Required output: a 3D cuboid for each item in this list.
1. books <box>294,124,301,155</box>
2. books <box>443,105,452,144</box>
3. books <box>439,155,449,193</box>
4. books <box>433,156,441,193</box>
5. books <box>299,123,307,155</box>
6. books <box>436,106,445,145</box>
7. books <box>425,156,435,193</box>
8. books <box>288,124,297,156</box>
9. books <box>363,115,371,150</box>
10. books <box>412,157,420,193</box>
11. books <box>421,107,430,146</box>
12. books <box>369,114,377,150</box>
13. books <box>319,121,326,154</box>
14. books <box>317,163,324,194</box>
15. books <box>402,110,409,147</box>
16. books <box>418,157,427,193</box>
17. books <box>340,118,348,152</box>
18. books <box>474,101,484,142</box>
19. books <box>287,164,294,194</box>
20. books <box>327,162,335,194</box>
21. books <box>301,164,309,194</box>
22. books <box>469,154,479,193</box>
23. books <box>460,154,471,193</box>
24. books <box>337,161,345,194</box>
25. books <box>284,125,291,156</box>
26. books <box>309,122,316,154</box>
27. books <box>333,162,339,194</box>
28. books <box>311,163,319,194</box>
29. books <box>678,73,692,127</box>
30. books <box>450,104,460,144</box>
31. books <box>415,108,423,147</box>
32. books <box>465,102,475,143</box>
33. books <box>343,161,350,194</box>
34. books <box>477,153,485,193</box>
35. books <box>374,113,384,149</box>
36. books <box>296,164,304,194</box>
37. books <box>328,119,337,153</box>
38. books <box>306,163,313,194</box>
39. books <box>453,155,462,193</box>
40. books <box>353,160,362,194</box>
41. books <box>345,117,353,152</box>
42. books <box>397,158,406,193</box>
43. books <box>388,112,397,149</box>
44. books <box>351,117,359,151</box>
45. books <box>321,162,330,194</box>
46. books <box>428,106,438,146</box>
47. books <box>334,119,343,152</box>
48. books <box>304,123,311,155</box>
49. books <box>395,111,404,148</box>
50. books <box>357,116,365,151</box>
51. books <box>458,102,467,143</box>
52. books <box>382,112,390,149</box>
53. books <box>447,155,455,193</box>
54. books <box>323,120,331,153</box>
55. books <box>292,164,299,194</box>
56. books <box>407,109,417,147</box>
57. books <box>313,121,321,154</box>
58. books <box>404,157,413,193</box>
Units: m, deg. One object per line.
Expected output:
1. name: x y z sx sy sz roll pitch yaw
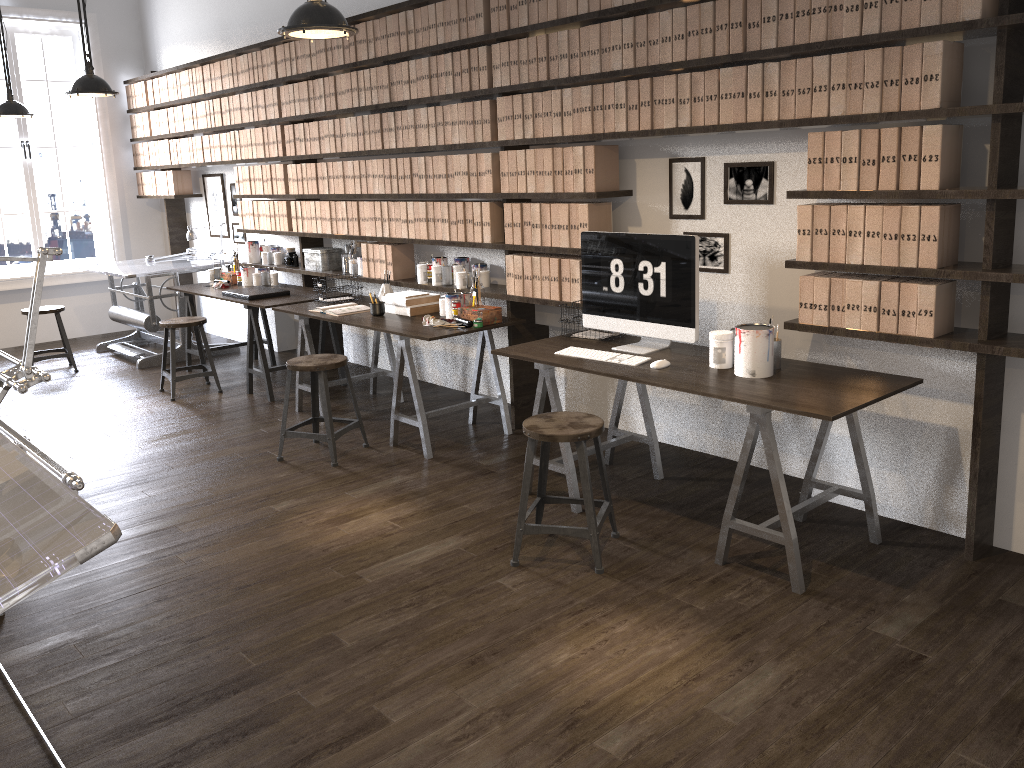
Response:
1. books: -1.457 -1.746 6.342 0.175 0.223 0.067 -13 15 -41
2. books: -0.299 -1.478 5.063 0.175 0.223 0.067 -13 15 -41
3. books: -0.331 -1.216 5.153 0.175 0.223 0.067 -13 15 -41
4. books: -0.372 -1.228 5.206 0.175 0.223 0.067 -13 15 -40
5. books: -1.414 -1.735 6.287 0.175 0.223 0.067 -13 15 -41
6. books: -0.347 -1.489 5.113 0.175 0.223 0.067 -13 15 -41
7. books: -0.419 -1.239 5.259 0.175 0.223 0.067 -13 15 -40
8. books: -1.512 -1.757 6.394 0.175 0.223 0.067 -13 15 -40
9. books: -0.859 -1.607 5.678 0.175 0.223 0.067 -13 15 -41
10. books: -0.514 -1.261 5.363 0.175 0.223 0.067 -13 15 -41
11. books: -0.444 -1.510 5.217 0.175 0.223 0.067 -13 15 -41
12. books: -0.814 -1.597 5.631 0.175 0.223 0.067 -13 15 -40
13. books: -1.227 -1.693 6.085 0.175 0.223 0.067 -13 15 -40
14. books: -1.264 -1.435 6.192 0.175 0.223 0.067 -13 15 -40
15. books: -0.573 -1.541 5.364 0.175 0.223 0.067 -13 15 -41
16. books: -0.470 -1.249 5.308 0.175 0.223 0.067 -13 15 -41
17. books: -1.042 -1.650 5.884 0.175 0.223 0.067 -13 15 -40
18. books: -0.120 -1.436 4.861 0.175 0.223 0.067 -13 15 -40
19. books: -1.548 -1.499 6.501 0.175 0.223 0.067 -13 15 -41
20. books: -1.169 -1.413 6.087 0.175 0.223 0.067 -13 15 -41
21. books: -1.408 -1.467 6.348 0.175 0.223 0.067 -13 15 -41
22. books: -0.150 -1.176 4.960 0.175 0.223 0.067 -13 15 -40
23. books: -0.200 -1.186 5.009 0.175 0.223 0.067 -13 15 -41
24. books: -1.082 -1.390 5.982 0.175 0.223 0.067 -13 15 -40
25. books: -1.557 -1.769 6.452 0.175 0.223 0.067 -13 15 -41
26. books: -1.316 -1.713 6.185 0.175 0.223 0.067 -13 15 -40
27. books: -1.122 -1.402 6.035 0.175 0.223 0.067 -13 15 -41
28. books: -1.318 -1.445 6.244 0.175 0.223 0.067 -13 15 -41
29. books: 0.800 -1.228 3.842 0.175 0.223 0.067 -13 15 -41
30. books: -0.255 -1.467 5.009 0.175 0.223 0.067 -13 15 -40
31. books: -0.484 -1.520 5.264 0.175 0.223 0.067 -13 15 -41
32. books: -0.165 -1.445 4.905 0.175 0.223 0.067 -13 15 -41
33. books: -1.034 -1.381 5.935 0.175 0.223 0.067 -13 15 -41
34. books: -0.102 -1.166 4.910 0.175 0.223 0.067 -13 15 -40
35. books: -0.768 -1.585 5.573 0.175 0.223 0.067 -13 15 -41
36. books: -1.454 -1.476 6.392 0.175 0.223 0.067 -13 15 -40
37. books: -1.140 -1.671 5.983 0.175 0.223 0.067 -13 15 -41
38. books: -1.363 -1.458 6.302 0.175 0.223 0.067 -13 15 -40
39. books: -0.243 -1.197 5.059 0.175 0.223 0.067 -13 15 -40
40. books: -0.946 -1.359 5.833 0.175 0.223 0.067 -13 15 -40
41. books: -0.999 -1.639 5.830 0.175 0.223 0.067 -13 15 -41
42. books: -0.613 -1.284 5.473 0.175 0.223 0.067 -13 15 -41
43. books: -0.670 -1.562 5.466 0.175 0.223 0.067 -13 15 -40
44. books: -0.953 -1.627 5.775 0.175 0.223 0.067 -13 15 -41
45. books: -1.220 -1.423 6.137 0.175 0.223 0.067 -13 15 -40
46. books: -0.397 -1.499 5.162 0.175 0.223 0.067 -13 15 -40
47. books: -1.090 -1.661 5.934 0.175 0.223 0.067 -13 15 -40
48. books: -1.363 -1.724 6.237 0.175 0.223 0.067 -13 15 -40
49. books: -0.620 -1.552 5.416 0.175 0.223 0.067 -13 15 -41
50. books: -0.905 -1.616 5.721 0.175 0.223 0.067 -13 15 -40
51. books: -0.210 -1.455 4.954 0.175 0.223 0.067 -13 15 -40
52. books: -0.714 -1.574 5.521 0.175 0.223 0.067 -13 15 -40
53. books: -0.284 -1.207 5.107 0.175 0.223 0.067 -13 15 -40
54. books: -1.187 -1.682 6.038 0.175 0.223 0.067 -13 15 -40
55. books: -1.502 -1.487 6.446 0.175 0.223 0.067 -13 15 -41
56. books: -0.532 -1.530 5.311 0.175 0.223 0.067 -13 15 -40
57. books: -1.275 -1.702 6.131 0.175 0.223 0.067 -13 15 -41
58. books: -0.568 -1.272 5.415 0.175 0.223 0.067 -13 15 -40
